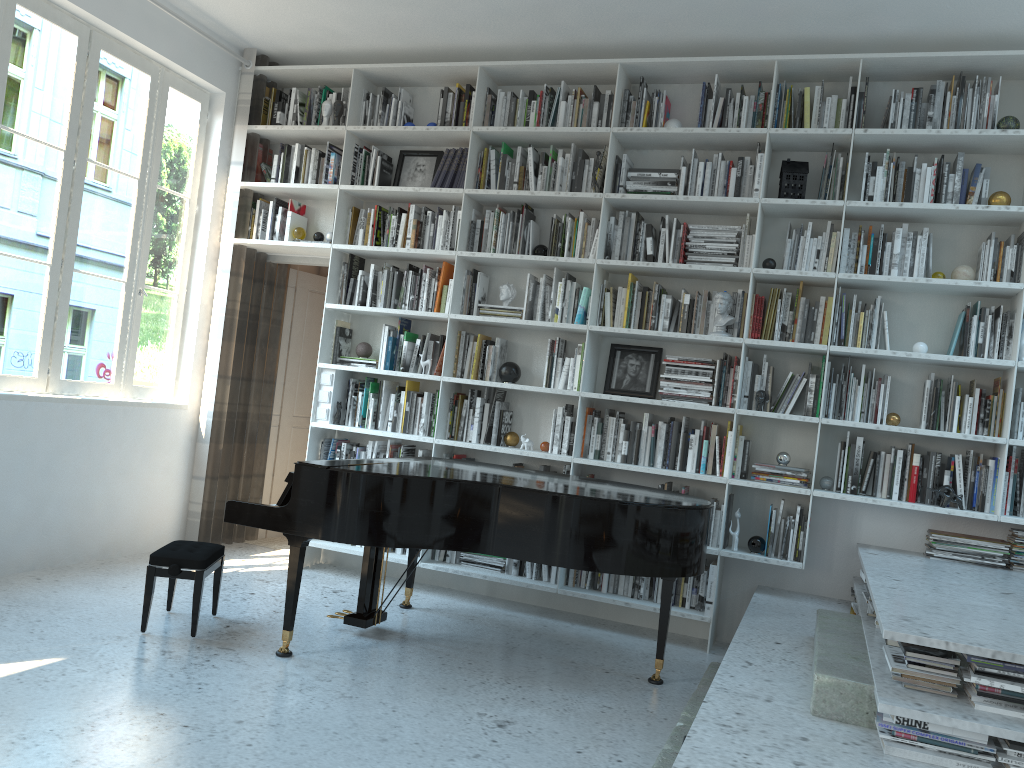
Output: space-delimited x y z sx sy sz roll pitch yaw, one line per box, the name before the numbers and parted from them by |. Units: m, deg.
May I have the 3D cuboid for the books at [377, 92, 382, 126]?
books | -0.798 -1.692 5.609 0.016 0.261 0.154 7 -1 20

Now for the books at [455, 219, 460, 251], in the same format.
books | -0.271 -0.867 5.345 0.039 0.202 0.236 7 -1 20

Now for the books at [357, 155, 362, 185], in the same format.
books | -0.923 -1.313 5.612 0.004 0.214 0.186 7 -1 20

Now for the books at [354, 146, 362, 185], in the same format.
books | -0.955 -1.352 5.647 0.006 0.287 0.148 7 -1 20

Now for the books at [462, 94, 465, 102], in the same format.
books | -0.287 -1.632 5.452 0.013 0.254 0.129 7 -1 20

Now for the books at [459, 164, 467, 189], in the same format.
books | -0.248 -1.274 5.409 0.078 0.285 0.174 7 -1 20

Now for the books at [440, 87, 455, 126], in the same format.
books | -0.383 -1.656 5.457 0.024 0.279 0.188 7 -1 20

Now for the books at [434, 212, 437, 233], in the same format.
books | -0.446 -0.915 5.458 0.035 0.260 0.131 7 -1 20

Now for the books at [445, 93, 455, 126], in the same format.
books | -0.361 -1.638 5.447 0.028 0.249 0.155 7 -1 20

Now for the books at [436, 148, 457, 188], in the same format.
books | -0.377 -1.284 5.436 0.110 0.279 0.174 6 -1 20

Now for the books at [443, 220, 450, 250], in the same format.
books | -0.370 -0.879 5.419 0.013 0.206 0.172 7 -1 20

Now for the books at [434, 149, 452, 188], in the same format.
books | -0.393 -1.285 5.461 0.110 0.279 0.174 6 -1 20

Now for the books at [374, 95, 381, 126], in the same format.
books | -0.825 -1.686 5.622 0.016 0.243 0.156 7 -1 20

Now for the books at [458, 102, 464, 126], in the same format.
books | -0.281 -1.600 5.422 0.027 0.190 0.177 7 -1 20

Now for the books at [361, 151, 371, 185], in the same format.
books | -0.900 -1.327 5.606 0.004 0.246 0.189 7 -1 20

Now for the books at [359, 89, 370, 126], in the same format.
books | -0.922 -1.718 5.667 0.007 0.285 0.159 7 -1 20

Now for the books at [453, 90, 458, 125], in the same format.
books | -0.317 -1.641 5.432 0.010 0.263 0.156 7 -1 20

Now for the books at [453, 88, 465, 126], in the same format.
books | -0.307 -1.645 5.429 0.011 0.274 0.183 7 -1 20

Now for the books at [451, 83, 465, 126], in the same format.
books | -0.328 -1.670 5.465 0.014 0.321 0.137 7 -1 20

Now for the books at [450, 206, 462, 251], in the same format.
books | -0.318 -0.916 5.394 0.022 0.289 0.169 7 -1 20

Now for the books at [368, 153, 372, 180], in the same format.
books | -0.862 -1.321 5.610 0.019 0.244 0.153 7 -1 20

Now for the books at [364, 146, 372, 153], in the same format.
books | -0.923 -1.350 5.642 0.006 0.289 0.144 7 -1 20

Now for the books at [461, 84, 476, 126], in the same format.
books | -0.254 -1.651 5.404 0.025 0.297 0.163 7 -1 20

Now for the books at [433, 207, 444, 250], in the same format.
books | -0.430 -0.924 5.434 0.012 0.281 0.188 7 -1 20

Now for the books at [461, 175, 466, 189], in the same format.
books | -0.231 -1.273 5.388 0.078 0.285 0.174 7 -1 20

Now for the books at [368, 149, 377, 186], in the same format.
books | -0.841 -1.327 5.590 0.023 0.258 0.183 7 -1 20

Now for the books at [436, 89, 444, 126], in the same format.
books | -0.421 -1.659 5.489 0.013 0.278 0.151 7 -1 20

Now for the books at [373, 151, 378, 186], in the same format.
books | -0.823 -1.320 5.593 0.011 0.250 0.168 7 -1 20

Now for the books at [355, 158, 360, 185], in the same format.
books | -0.948 -1.311 5.646 0.015 0.207 0.172 7 -1 20

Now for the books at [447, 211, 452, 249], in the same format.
books | -0.346 -0.906 5.421 0.024 0.266 0.155 7 -1 20

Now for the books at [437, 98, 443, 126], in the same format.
books | -0.410 -1.628 5.470 0.028 0.218 0.153 7 -1 20

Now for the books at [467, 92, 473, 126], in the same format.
books | -0.226 -1.629 5.418 0.022 0.260 0.152 7 -1 20

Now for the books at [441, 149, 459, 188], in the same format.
books | -0.350 -1.280 5.445 0.110 0.279 0.174 6 -1 20

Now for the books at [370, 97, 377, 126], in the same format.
books | -0.841 -1.679 5.622 0.013 0.225 0.177 7 -1 20

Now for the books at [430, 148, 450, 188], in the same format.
books | -0.417 -1.288 5.460 0.110 0.279 0.174 6 -1 20

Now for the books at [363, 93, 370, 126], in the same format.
books | -0.903 -1.702 5.657 0.007 0.259 0.156 7 -1 20

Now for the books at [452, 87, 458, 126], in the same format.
books | -0.323 -1.651 5.447 0.013 0.283 0.166 7 -1 20

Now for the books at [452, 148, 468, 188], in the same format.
books | -0.291 -1.279 5.424 0.078 0.285 0.174 7 -1 20

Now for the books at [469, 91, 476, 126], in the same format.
books | -0.206 -1.624 5.397 0.031 0.254 0.178 7 -1 20

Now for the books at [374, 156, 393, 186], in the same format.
books | -0.806 -1.300 5.576 0.012 0.214 0.185 7 -1 20

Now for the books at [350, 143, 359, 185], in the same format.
books | -0.971 -1.358 5.642 0.005 0.292 0.184 7 -1 20

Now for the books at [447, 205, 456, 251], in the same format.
books | -0.337 -0.919 5.388 0.012 0.291 0.182 7 -1 20

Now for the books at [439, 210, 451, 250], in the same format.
books | -0.388 -0.910 5.413 0.022 0.263 0.174 7 -1 20

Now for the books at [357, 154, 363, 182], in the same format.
books | -0.925 -1.321 5.624 0.009 0.228 0.184 7 -1 20

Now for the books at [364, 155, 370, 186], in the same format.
books | -0.878 -1.311 5.603 0.018 0.218 0.186 7 -1 20

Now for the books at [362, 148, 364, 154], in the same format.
books | -0.930 -1.346 5.641 0.005 0.277 0.147 7 -1 20

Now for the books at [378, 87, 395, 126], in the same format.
books | -0.781 -1.700 5.586 0.015 0.279 0.190 7 -1 20

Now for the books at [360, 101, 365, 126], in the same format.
books | -0.919 -1.677 5.655 0.017 0.204 0.142 7 -1 20

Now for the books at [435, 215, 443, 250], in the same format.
books | -0.414 -0.897 5.422 0.030 0.230 0.172 7 -1 20

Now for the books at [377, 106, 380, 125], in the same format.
books | -0.811 -1.659 5.625 0.014 0.192 0.146 7 -1 20

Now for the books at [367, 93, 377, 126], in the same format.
books | -0.867 -1.694 5.635 0.012 0.249 0.180 7 -1 20

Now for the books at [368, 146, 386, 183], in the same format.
books | -0.850 -1.339 5.604 0.005 0.281 0.191 7 -1 20

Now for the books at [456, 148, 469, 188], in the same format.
books | -0.268 -1.276 5.421 0.078 0.285 0.174 7 -1 20

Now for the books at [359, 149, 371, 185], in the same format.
books | -0.910 -1.335 5.623 0.009 0.260 0.184 7 -1 20

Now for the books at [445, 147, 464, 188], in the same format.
books | -0.329 -1.281 5.416 0.097 0.282 0.174 7 -1 20

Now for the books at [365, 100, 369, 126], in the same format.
books | -0.887 -1.676 5.649 0.032 0.210 0.158 7 -1 20

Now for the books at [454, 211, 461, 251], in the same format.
books | -0.293 -0.900 5.382 0.035 0.264 0.178 7 -1 20

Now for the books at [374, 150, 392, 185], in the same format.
books | -0.812 -1.321 5.588 0.012 0.254 0.166 7 -1 20
